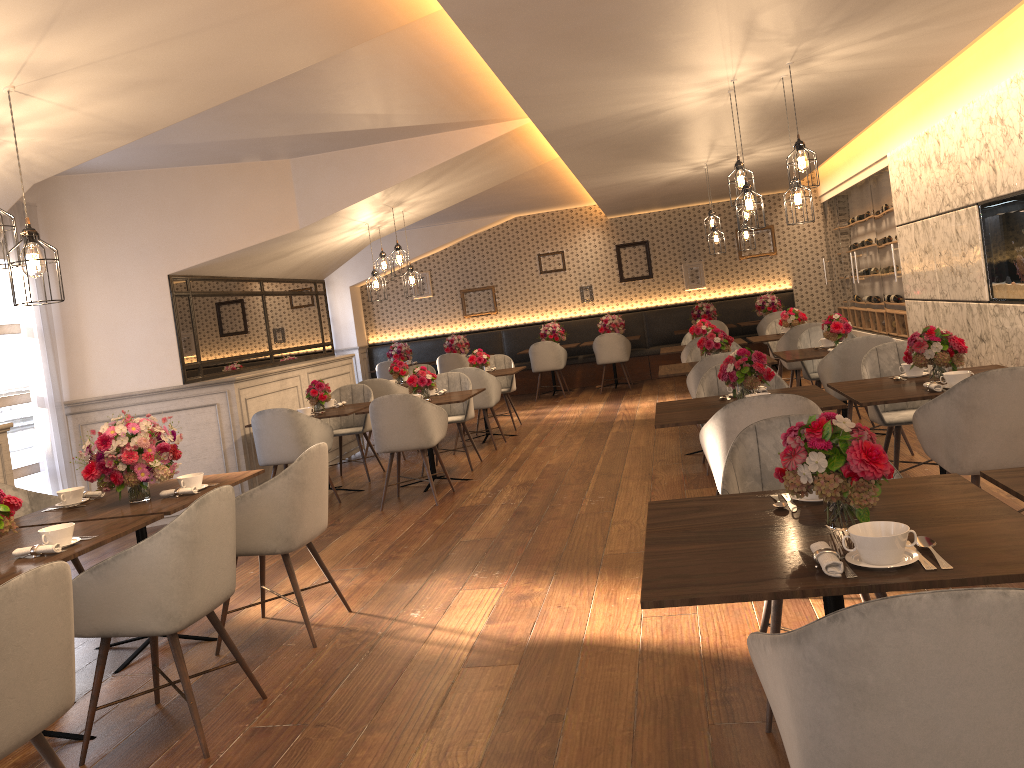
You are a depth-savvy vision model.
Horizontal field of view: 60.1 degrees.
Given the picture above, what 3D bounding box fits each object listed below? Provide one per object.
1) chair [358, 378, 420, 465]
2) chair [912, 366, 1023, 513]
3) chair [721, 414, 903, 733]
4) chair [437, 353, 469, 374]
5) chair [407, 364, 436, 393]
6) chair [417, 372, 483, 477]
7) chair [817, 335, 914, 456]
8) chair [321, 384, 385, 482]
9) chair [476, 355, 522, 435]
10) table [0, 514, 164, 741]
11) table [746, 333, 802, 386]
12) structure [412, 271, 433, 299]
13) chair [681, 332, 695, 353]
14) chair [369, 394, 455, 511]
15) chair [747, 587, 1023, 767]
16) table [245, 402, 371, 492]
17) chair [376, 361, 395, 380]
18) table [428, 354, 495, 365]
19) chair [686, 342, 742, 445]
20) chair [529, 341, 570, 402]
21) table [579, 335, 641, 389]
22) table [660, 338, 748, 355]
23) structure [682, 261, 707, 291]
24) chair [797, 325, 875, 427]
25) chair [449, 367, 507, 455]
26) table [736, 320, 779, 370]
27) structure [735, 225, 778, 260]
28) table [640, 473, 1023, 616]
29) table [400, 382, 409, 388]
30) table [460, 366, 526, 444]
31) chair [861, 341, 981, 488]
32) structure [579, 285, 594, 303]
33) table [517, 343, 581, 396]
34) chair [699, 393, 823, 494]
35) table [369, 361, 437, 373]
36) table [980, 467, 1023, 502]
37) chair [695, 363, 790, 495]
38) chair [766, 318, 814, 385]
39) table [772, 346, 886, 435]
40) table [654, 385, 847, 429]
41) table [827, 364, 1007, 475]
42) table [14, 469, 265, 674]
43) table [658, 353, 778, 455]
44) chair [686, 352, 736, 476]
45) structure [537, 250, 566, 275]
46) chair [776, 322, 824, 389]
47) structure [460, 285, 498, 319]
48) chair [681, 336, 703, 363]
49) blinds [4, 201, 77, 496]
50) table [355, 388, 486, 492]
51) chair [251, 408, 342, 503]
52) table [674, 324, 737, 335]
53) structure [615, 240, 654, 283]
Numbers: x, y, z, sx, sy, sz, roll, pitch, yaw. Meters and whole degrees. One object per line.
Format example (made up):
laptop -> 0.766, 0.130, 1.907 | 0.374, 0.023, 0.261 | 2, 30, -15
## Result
chair -> -1.327, 0.352, 9.269 | 0.564, 0.871, 0.528 | -7, 2, 10
chair -> 2.102, 0.337, 3.829 | 0.564, 0.871, 0.528 | -7, 2, 10
chair -> 0.984, 0.566, 2.863 | 0.564, 0.871, 0.528 | -7, 2, 10
chair -> -0.836, -0.050, 13.392 | 0.564, 0.871, 0.528 | -7, 2, 10
chair -> -1.132, 0.219, 10.582 | 0.564, 0.871, 0.528 | -7, 2, 10
chair -> -0.591, 0.347, 8.127 | 0.564, 0.871, 0.528 | -7, 2, 10
chair -> 2.541, 0.071, 6.367 | 0.564, 0.871, 0.528 | -7, 2, 10
chair -> -1.528, 0.459, 8.295 | 0.564, 0.871, 0.528 | -7, 2, 10
chair -> -0.195, 0.107, 10.414 | 0.564, 0.871, 0.528 | -7, 2, 10
table -> -1.908, 0.993, 3.313 | 0.895, 0.720, 0.900 | -7, 3, 10
table -> 3.050, -0.174, 9.475 | 0.895, 0.720, 0.900 | -7, 3, 10
structure -> -1.540, -1.681, 15.058 | 0.339, 0.439, 0.035 | -7, 1, 10
chair -> 2.268, -0.211, 10.278 | 0.564, 0.871, 0.528 | -7, 2, 10
chair -> -0.787, 0.480, 6.814 | 0.564, 0.871, 0.528 | -7, 2, 10
chair -> 0.743, 0.705, 1.558 | 0.564, 0.871, 0.528 | -7, 2, 10
table -> -1.636, 0.602, 7.651 | 0.895, 0.720, 0.900 | -7, 3, 10
chair -> -1.772, 0.061, 13.560 | 0.564, 0.871, 0.528 | -7, 2, 10
table -> -0.749, -0.040, 14.061 | 0.895, 0.720, 0.900 | -7, 3, 10
chair -> 1.846, 0.044, 7.840 | 0.564, 0.871, 0.528 | -7, 2, 10
chair -> 0.547, -0.215, 13.144 | 0.564, 0.871, 0.528 | -7, 2, 10
table -> 1.571, -0.317, 13.646 | 0.895, 0.720, 0.900 | -7, 3, 10
table -> 2.114, -0.062, 9.643 | 0.895, 0.720, 0.900 | -7, 3, 10
structure -> 2.939, -1.741, 14.277 | 0.339, 0.439, 0.035 | -7, 1, 10
chair -> 2.783, -0.067, 7.672 | 0.564, 0.871, 0.528 | -7, 2, 10
chair -> -0.391, 0.241, 9.101 | 0.564, 0.871, 0.528 | -7, 2, 10
table -> 3.890, -0.593, 13.230 | 0.895, 0.720, 0.900 | -7, 3, 10
structure -> 3.888, -2.251, 14.088 | 0.600, 0.485, 0.032 | -7, 1, 10
table -> 0.830, 0.715, 2.228 | 0.895, 0.720, 0.900 | -7, 3, 10
table -> -1.240, 0.362, 9.939 | 0.895, 0.720, 0.900 | -7, 3, 10
table -> -0.304, 0.251, 9.771 | 0.895, 0.720, 0.900 | -7, 3, 10
chair -> 2.343, 0.199, 5.134 | 0.564, 0.871, 0.528 | -7, 2, 10
structure -> 1.234, -1.481, 14.593 | 0.216, 0.277, 0.018 | -7, 1, 10
table -> 0.634, -0.205, 13.814 | 0.895, 0.720, 0.900 | -7, 3, 10
chair -> 1.165, 0.449, 3.997 | 0.564, 0.871, 0.528 | -7, 2, 10
table -> -1.685, 0.072, 14.229 | 0.895, 0.720, 0.900 | -7, 3, 10
table -> 1.767, 0.603, 2.060 | 0.895, 0.720, 0.900 | -7, 3, 10
chair -> 1.407, 0.310, 5.302 | 0.564, 0.871, 0.528 | -7, 2, 10
chair -> 3.205, -0.323, 10.111 | 0.564, 0.871, 0.528 | -7, 2, 10
table -> 2.629, 0.082, 7.036 | 0.895, 0.720, 0.900 | -7, 3, 10
table -> 1.252, 0.459, 4.666 | 0.895, 0.720, 0.900 | -7, 3, 10
table -> 2.189, 0.347, 4.499 | 0.895, 0.720, 0.900 | -7, 3, 10
table -> -1.748, 0.896, 4.238 | 0.895, 0.720, 0.900 | -7, 3, 10
table -> 1.692, 0.193, 7.204 | 0.895, 0.720, 0.900 | -7, 3, 10
chair -> 1.605, 0.183, 6.535 | 0.564, 0.871, 0.528 | -7, 2, 10
structure -> 0.662, -2.013, 14.670 | 0.448, 0.344, 0.016 | -7, 1, 10
chair -> 2.964, -0.184, 8.806 | 0.564, 0.871, 0.528 | -7, 2, 10
structure -> -0.557, -1.379, 14.901 | 0.600, 0.485, 0.032 | -7, 1, 10
chair -> 2.027, -0.072, 8.974 | 0.564, 0.871, 0.528 | -7, 2, 10
blinds -> -3.706, -0.025, 6.361 | 0.133, 2.695, 1.385 | -7, 2, 11
table -> -0.700, 0.490, 7.483 | 0.895, 0.720, 0.900 | -7, 3, 10
chair -> -1.723, 0.592, 6.982 | 0.564, 0.871, 0.528 | -7, 2, 10
table -> 2.954, -0.481, 13.398 | 0.895, 0.720, 0.900 | -7, 3, 10
structure -> 1.994, -1.994, 14.437 | 0.543, 0.631, 0.035 | -7, 1, 10
